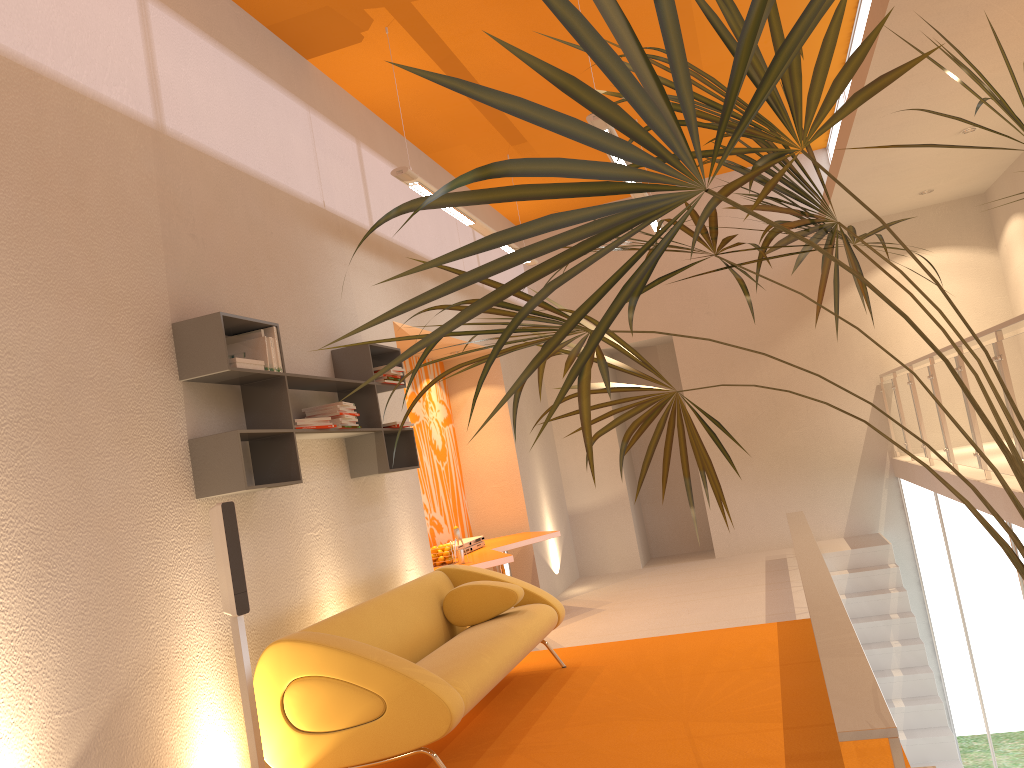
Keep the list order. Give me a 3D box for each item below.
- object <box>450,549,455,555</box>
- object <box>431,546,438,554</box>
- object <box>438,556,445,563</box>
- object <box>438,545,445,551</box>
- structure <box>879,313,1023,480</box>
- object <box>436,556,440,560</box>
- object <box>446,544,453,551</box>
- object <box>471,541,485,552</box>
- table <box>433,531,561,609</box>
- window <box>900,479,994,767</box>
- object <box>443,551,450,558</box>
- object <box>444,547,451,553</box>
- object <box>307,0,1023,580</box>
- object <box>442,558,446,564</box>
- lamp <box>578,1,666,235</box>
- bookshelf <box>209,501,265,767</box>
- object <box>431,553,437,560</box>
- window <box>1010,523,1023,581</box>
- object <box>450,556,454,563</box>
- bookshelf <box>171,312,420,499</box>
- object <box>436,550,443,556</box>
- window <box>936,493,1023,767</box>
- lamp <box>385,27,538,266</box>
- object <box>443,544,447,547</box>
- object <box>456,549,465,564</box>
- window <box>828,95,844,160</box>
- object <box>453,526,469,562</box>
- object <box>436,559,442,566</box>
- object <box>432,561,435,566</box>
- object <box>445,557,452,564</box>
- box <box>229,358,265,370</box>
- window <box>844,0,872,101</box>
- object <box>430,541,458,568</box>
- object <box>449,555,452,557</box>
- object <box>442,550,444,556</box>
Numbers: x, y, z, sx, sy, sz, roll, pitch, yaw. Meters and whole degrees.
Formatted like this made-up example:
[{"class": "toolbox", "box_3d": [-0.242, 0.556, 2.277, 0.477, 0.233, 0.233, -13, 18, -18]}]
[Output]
[{"class": "object", "box_3d": [-0.469, 1.307, 6.898, 0.063, 0.051, 0.053, -12, -6, 19]}, {"class": "object", "box_3d": [-0.594, 1.274, 6.800, 0.050, 0.060, 0.059, -6, -7, -40]}, {"class": "object", "box_3d": [-0.539, 1.341, 6.782, 0.052, 0.053, 0.062, -10, -5, -3]}, {"class": "object", "box_3d": [-0.549, 1.270, 6.862, 0.051, 0.053, 0.063, -6, -7, -38]}, {"class": "structure", "box_3d": [2.611, 0.092, 4.237, 0.195, 0.900, 11.050, -12, -6, 15]}, {"class": "object", "box_3d": [-0.581, 1.339, 6.862, 0.051, 0.053, 0.062, -7, -6, -32]}, {"class": "object", "box_3d": [-0.481, 1.267, 6.873, 0.057, 0.060, 0.052, -14, -7, 38]}, {"class": "object", "box_3d": [-0.406, 1.440, 7.778, 0.250, 0.049, 0.349, -12, -6, 15]}, {"class": "table", "box_3d": [-0.168, 1.785, 7.509, 0.969, 0.760, 2.573, -12, -6, 15]}, {"class": "window", "box_3d": [4.209, 2.802, 8.352, 0.006, 3.760, 2.078, -12, -6, 15]}, {"class": "object", "box_3d": [-0.500, 1.302, 6.778, 0.053, 0.055, 0.060, -10, -5, 3]}, {"class": "object", "box_3d": [-0.493, 1.276, 6.821, 0.053, 0.051, 0.063, -11, -5, 6]}, {"class": "object", "box_3d": [1.092, 0.077, 1.789, 3.098, 2.600, 3.241, -12, -6, 23]}, {"class": "object", "box_3d": [-0.531, 1.362, 6.861, 0.057, 0.060, 0.052, -6, -6, -34]}, {"class": "lamp", "box_3d": [0.832, -1.940, 6.635, 0.120, 1.052, 3.195, -12, -6, 15]}, {"class": "bookshelf", "box_3d": [-1.705, 0.673, 2.006, 0.322, 2.145, 3.370, -12, -6, 17]}, {"class": "object", "box_3d": [-0.603, 1.326, 6.804, 0.053, 0.054, 0.061, -11, -5, 6]}, {"class": "window", "box_3d": [1.242, 1.800, 1.084, 0.481, 5.399, 8.922, -13, -6, 27]}, {"class": "object", "box_3d": [-0.475, 1.357, 6.841, 0.061, 0.053, 0.053, -10, -5, 3]}, {"class": "bookshelf", "box_3d": [-1.056, 0.137, 4.842, 0.252, 0.790, 2.000, -12, -6, 15]}, {"class": "object", "box_3d": [-0.556, 1.299, 6.818, 0.055, 0.051, 0.061, -5, -8, -45]}, {"class": "window", "box_3d": [3.596, 2.706, 6.205, 0.006, 3.760, 2.311, -12, -6, 15]}, {"class": "lamp", "box_3d": [-0.330, -1.703, 6.956, 0.120, 1.052, 3.195, -12, -6, 15]}, {"class": "object", "box_3d": [-0.517, 1.273, 6.912, 0.063, 0.051, 0.053, -11, -5, 8]}, {"class": "object", "box_3d": [-0.387, 1.304, 6.691, 0.060, 0.106, 0.060, -5, -7, -42]}, {"class": "window", "box_3d": [3.321, -2.340, 8.931, 0.006, 0.660, 1.894, -12, -6, 15]}, {"class": "object", "box_3d": [-0.406, 1.216, 6.714, 0.101, 0.288, 0.088, -9, -6, -15]}, {"class": "object", "box_3d": [-0.562, 1.373, 6.811, 0.050, 0.055, 0.061, -11, -5, 6]}, {"class": "object", "box_3d": [-0.620, 1.380, 6.802, 0.053, 0.052, 0.062, -10, -5, 0]}, {"class": "object", "box_3d": [-0.485, 1.352, 6.781, 0.053, 0.053, 0.061, -11, -5, 5]}, {"class": "box", "box_3d": [-1.302, -0.067, 4.084, 0.232, 0.047, 0.232, -12, -6, 15]}, {"class": "window", "box_3d": [2.709, -2.436, 6.784, 0.006, 0.660, 2.494, -12, -6, 15]}, {"class": "object", "box_3d": [-0.549, 1.313, 6.852, 0.207, 0.174, 0.189, -12, -6, 15]}, {"class": "object", "box_3d": [-0.480, 1.357, 6.898, 0.060, 0.057, 0.052, -6, -7, -38]}, {"class": "object", "box_3d": [-0.529, 1.320, 6.906, 0.052, 0.053, 0.062, -12, -6, 22]}]
